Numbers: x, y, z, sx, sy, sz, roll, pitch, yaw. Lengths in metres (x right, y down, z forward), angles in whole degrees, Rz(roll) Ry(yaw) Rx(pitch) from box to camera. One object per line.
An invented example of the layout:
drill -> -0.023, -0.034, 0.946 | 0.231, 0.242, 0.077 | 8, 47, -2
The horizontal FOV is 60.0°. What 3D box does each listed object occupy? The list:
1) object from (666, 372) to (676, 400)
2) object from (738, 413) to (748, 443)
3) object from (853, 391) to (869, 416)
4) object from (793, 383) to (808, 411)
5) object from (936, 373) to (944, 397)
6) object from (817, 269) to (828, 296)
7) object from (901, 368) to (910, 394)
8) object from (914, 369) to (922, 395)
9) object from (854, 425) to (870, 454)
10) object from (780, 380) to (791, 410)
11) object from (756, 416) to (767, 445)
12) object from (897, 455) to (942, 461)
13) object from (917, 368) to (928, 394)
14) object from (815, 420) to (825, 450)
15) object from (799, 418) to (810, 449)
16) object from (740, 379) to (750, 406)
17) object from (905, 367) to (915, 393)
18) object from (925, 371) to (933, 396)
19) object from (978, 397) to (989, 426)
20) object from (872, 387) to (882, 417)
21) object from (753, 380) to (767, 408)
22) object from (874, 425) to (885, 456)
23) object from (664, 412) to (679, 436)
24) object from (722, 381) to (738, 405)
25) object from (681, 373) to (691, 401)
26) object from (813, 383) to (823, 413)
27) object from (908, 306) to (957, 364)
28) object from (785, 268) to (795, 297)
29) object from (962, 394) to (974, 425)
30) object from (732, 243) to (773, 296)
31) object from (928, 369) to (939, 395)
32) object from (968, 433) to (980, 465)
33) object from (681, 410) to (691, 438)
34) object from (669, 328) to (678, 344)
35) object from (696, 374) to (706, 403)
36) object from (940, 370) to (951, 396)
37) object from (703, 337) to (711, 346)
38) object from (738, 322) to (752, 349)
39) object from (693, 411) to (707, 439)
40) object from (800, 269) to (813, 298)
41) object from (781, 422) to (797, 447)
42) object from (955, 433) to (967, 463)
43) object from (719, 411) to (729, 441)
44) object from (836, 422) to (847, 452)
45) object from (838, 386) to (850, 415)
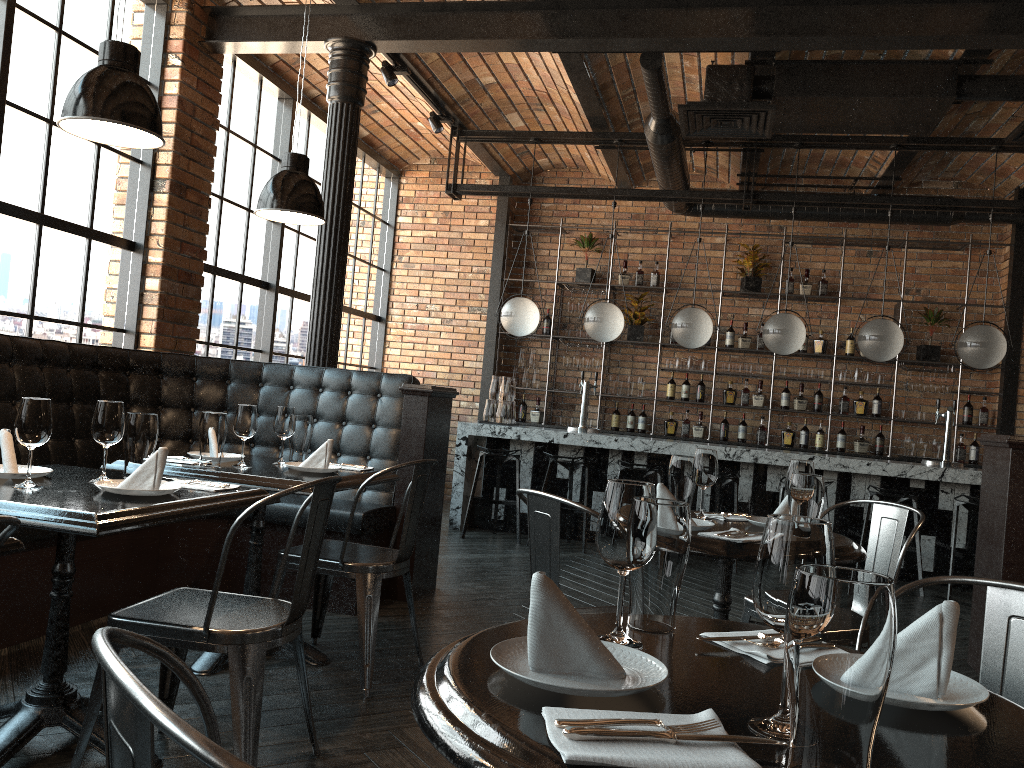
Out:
object -> 1.646, 0.021, 9.140 | 0.086, 0.299, 0.086 | 6, -1, -28
object -> 2.335, 0.442, 8.963 | 0.086, 0.298, 0.086 | 6, -1, -28
object -> 3.424, 0.195, 8.708 | 0.151, 0.248, 0.094 | 5, -1, 22
object -> 2.875, 0.133, 8.826 | 0.123, 0.279, 0.123 | 5, -1, 2
object -> 4.172, -0.002, 8.616 | 0.092, 0.244, 0.092 | 6, -1, -37
object -> 3.097, -0.998, 8.834 | 0.083, 0.282, 0.083 | 5, -1, -2
object -> 3.869, -0.028, 8.689 | 0.092, 0.244, 0.092 | 6, -1, -37
object -> 3.976, -0.019, 8.663 | 0.092, 0.244, 0.092 | 6, -1, -37
object -> 3.423, 0.543, 8.681 | 0.123, 0.279, 0.123 | 5, -1, 2
object -> 2.744, 0.112, 8.880 | 0.086, 0.298, 0.086 | 6, -1, -28
object -> 2.510, 0.465, 8.913 | 0.083, 0.282, 0.083 | 5, -1, -2
object -> 3.938, 0.716, 8.511 | 0.437, 0.019, 0.273 | 5, -1, 13
object -> 3.938, -0.025, 8.503 | 0.092, 0.244, 0.092 | 6, -1, -37
object -> 3.054, 0.504, 8.783 | 0.080, 0.299, 0.080 | 5, -1, 16
object -> 2.915, 0.492, 8.830 | 0.086, 0.298, 0.086 | 6, -1, -28
object -> 2.362, 0.088, 8.963 | 0.083, 0.282, 0.083 | 5, -1, 13
object -> 3.832, -0.034, 8.528 | 0.092, 0.244, 0.092 | 6, -1, -37
object -> 4.072, -0.011, 8.640 | 0.092, 0.244, 0.092 | 6, -1, -37
object -> 4.497, 0.266, 8.453 | 0.083, 0.282, 0.083 | 5, -1, 23
object -> 3.579, 0.183, 8.687 | 0.086, 0.298, 0.086 | 6, -1, -28
object -> 2.493, 0.101, 8.918 | 0.123, 0.279, 0.123 | 4, -1, 27
object -> 3.593, 0.547, 8.658 | 0.086, 0.299, 0.086 | 6, -1, -28
object -> 1.635, 0.410, 9.120 | 0.151, 0.248, 0.094 | 5, -1, 2
object -> 2.210, 0.093, 8.998 | 0.151, 0.248, 0.094 | 5, -1, 2
object -> 1.793, 0.033, 9.131 | 0.086, 0.298, 0.086 | 6, -1, -28
object -> 3.044, 0.136, 8.804 | 0.086, 0.299, 0.086 | 6, -1, -28
object -> 4.056, -0.482, 8.552 | 0.374, 0.560, 0.398 | 5, -1, -14
object -> 2.793, -1.024, 8.907 | 0.083, 0.282, 0.083 | 5, -1, 13
object -> 4.367, 0.247, 8.488 | 0.086, 0.299, 0.086 | 6, -1, -28
object -> 2.434, -1.175, 9.035 | 0.425, 0.526, 0.430 | 5, -1, 16
object -> 4.034, -0.017, 8.480 | 0.092, 0.244, 0.092 | 6, -1, -37
object -> 4.419, 0.618, 8.471 | 0.086, 0.298, 0.086 | 6, -1, -28
object -> 1.786, 0.405, 9.086 | 0.083, 0.282, 0.083 | 5, -1, 13
object -> 1.674, -0.542, 9.150 | 0.083, 0.282, 0.083 | 5, -1, -2
object -> 1.934, 0.044, 9.069 | 0.086, 0.297, 0.086 | 6, -1, -28
object -> 4.135, -0.009, 8.456 | 0.092, 0.244, 0.092 | 6, -1, -37
object -> 2.000, -0.522, 9.087 | 0.086, 0.298, 0.086 | 6, -1, -28
object -> 2.357, -0.483, 8.973 | 0.123, 0.279, 0.123 | 5, -1, 2
object -> 1.917, 0.418, 9.040 | 0.123, 0.279, 0.123 | 4, -1, 27
object -> 2.944, -1.009, 8.872 | 0.123, 0.279, 0.123 | 5, -1, 17
object -> 2.760, 0.504, 8.852 | 0.151, 0.248, 0.094 | 5, -1, 22
object -> 4.294, 0.614, 8.487 | 0.083, 0.282, 0.083 | 5, -1, -2
object -> 2.152, 0.427, 8.973 | 0.086, 0.297, 0.086 | 6, -2, -43
object -> 3.253, 0.519, 8.743 | 0.086, 0.298, 0.086 | 6, -1, -28
object -> 3.278, 0.164, 8.744 | 0.083, 0.282, 0.083 | 5, -1, -2
